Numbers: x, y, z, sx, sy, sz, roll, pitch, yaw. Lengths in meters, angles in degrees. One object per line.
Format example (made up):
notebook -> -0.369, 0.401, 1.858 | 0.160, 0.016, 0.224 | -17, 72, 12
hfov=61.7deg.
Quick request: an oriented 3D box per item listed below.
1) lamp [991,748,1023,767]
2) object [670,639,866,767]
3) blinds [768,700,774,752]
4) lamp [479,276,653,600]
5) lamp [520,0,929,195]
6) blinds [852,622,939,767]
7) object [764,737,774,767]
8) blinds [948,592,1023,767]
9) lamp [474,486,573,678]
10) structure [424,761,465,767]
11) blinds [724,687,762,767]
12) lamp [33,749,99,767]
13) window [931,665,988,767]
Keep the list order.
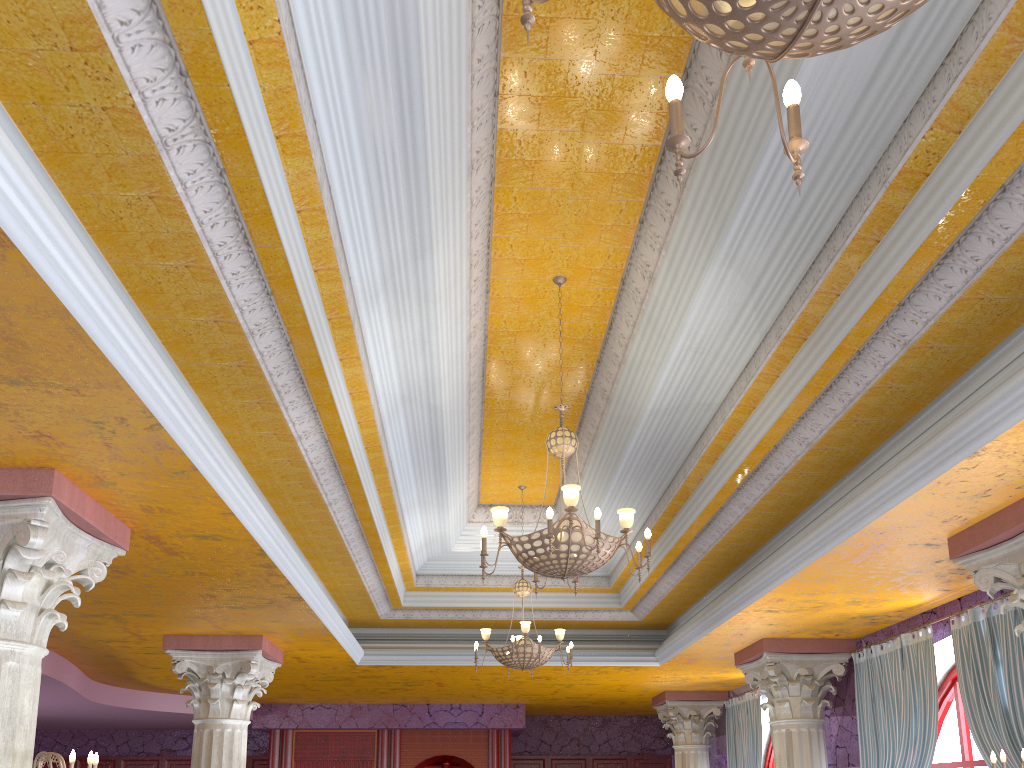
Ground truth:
lamp -> 3.051, 2.299, 5.057 | 0.383, 0.256, 0.366 | 6, -22, -15
object -> 3.925, 2.351, 4.682 | 2.093, 3.353, 31.568 | 1, -26, -3
blinds -> 3.641, 5.450, 10.940 | 0.245, 3.291, 1.825 | 1, -16, -4
lamp -> 0.323, 0.254, 5.554 | 0.989, 2.036, 0.995 | -14, -20, 40
lamp -> 0.533, -1.636, 1.646 | 0.989, 2.036, 0.995 | -14, -20, 40
blinds -> 3.782, 4.179, 8.314 | 0.244, 3.291, 1.826 | 0, -16, -2
object -> 4.223, 5.661, 12.062 | 0.160, 2.368, 3.857 | 0, -22, -3
blinds -> 3.887, 3.230, 6.352 | 0.245, 3.291, 1.825 | 1, -16, -4
lamp -> 0.116, 2.114, 9.399 | 0.989, 2.036, 0.995 | -14, -20, 40
structure -> -1.303, 7.950, 15.983 | 0.965, 1.728, 0.685 | 1, -15, -3
blinds -> 3.535, 6.399, 12.902 | 0.244, 3.291, 1.826 | 0, -16, -2
lamp -> -2.483, 2.135, 4.666 | 0.383, 0.256, 0.366 | 6, -22, -15
window -> 4.473, 3.414, 7.415 | 0.160, 2.368, 3.857 | 0, -22, -3
